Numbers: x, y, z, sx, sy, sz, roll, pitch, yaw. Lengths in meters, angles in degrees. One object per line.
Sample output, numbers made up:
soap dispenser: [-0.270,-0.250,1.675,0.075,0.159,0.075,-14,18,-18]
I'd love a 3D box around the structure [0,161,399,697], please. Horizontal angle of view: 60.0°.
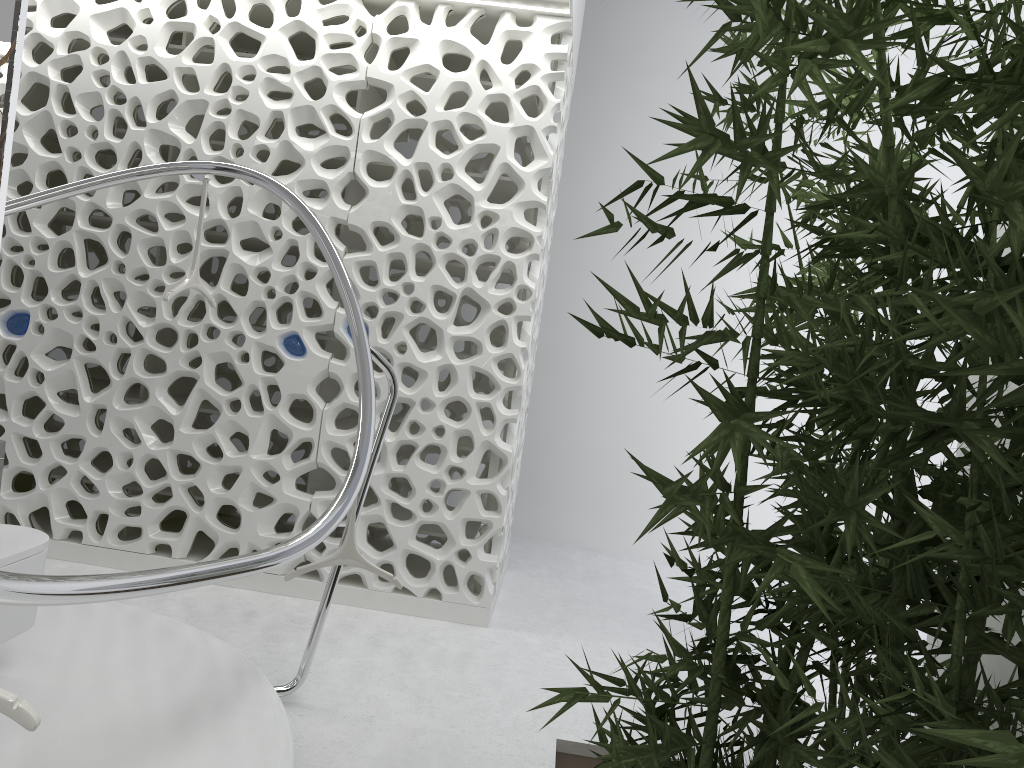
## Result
structure: [-3.033,-0.070,1.436,5.250,2.080,5.433,8,2,-1]

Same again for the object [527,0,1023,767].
object: [0.579,-0.478,0.791,4.664,4.038,4.097,6,3,-37]

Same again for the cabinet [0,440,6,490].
cabinet: [-2.047,0.490,2.250,1.200,0.870,0.461,8,2,4]

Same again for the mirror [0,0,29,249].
mirror: [-1.842,-0.925,2.368,1.100,1.980,0.030,8,2,4]
